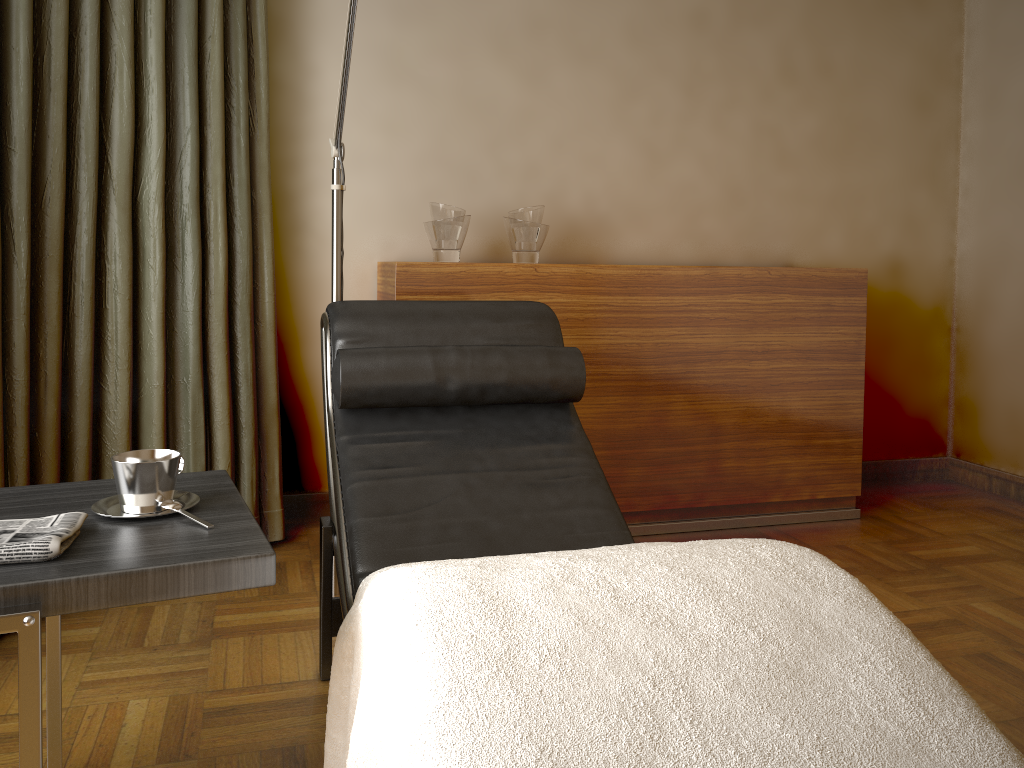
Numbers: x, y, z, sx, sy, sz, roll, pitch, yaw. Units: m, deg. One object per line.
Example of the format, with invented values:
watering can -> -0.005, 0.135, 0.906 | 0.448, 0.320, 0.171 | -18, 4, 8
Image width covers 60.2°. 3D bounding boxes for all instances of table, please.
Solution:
table -> -0.641, 0.217, 1.247 | 0.518, 0.045, 0.502 | -3, 8, -25

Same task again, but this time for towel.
towel -> -0.687, 0.200, 1.131 | 0.240, 0.035, 0.180 | -1, 8, -12

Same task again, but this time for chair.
chair -> 0.025, 0.284, 1.534 | 0.635, 0.792, 1.801 | -1, 7, -16

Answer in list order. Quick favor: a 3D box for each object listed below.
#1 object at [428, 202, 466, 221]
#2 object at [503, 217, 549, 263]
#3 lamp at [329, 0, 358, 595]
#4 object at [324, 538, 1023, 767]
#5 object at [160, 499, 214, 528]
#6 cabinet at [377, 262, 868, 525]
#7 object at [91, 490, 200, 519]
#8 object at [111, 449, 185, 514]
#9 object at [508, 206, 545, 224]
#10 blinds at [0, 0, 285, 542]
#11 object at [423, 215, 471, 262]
object -> -0.211, -0.510, 2.856 | 0.122, 0.149, 0.123 | -2, 5, -34
object -> 0.046, -0.478, 2.933 | 0.155, 0.153, 0.157 | -2, 6, -26
lamp -> -0.123, -0.290, 1.758 | 0.451, 1.957, 1.423 | 0, 4, -13
object -> 0.155, 0.502, 1.029 | 0.917, 0.517, 0.915 | -1, 7, -16
object -> -0.464, 0.184, 1.260 | 0.124, 0.019, 0.029 | 8, 9, 42
cabinet -> 0.391, 0.014, 3.103 | 1.674, 0.858, 0.418 | -1, 4, -16
object -> -0.546, 0.182, 1.320 | 0.150, 0.009, 0.151 | -1, 8, -11
object -> -0.547, 0.145, 1.325 | 0.098, 0.078, 0.111 | -1, 6, -15
object -> 0.047, -0.516, 2.931 | 0.123, 0.149, 0.123 | -3, 6, -37
blinds -> -1.154, -0.654, 2.118 | 0.225, 2.441, 1.538 | 2, 4, 29
object -> -0.211, -0.471, 2.858 | 0.156, 0.153, 0.156 | 4, 6, 30
